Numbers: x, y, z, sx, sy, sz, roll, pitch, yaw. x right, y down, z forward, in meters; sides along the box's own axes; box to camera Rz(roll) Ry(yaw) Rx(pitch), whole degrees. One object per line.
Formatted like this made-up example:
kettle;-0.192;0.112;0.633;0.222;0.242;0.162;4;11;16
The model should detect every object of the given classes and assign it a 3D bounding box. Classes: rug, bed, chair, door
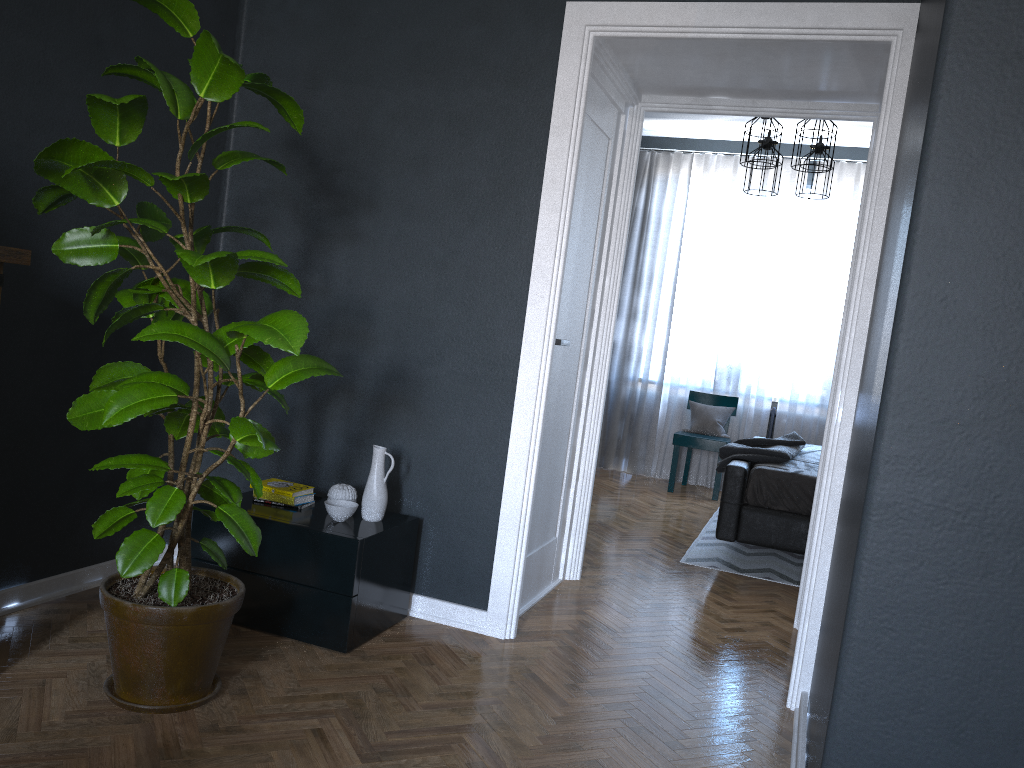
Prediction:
rug;1.911;1.041;5.486;1.457;0.013;2.044;9;4;19
bed;2.477;0.539;5.306;2.373;1.163;2.264;9;4;19
chair;1.551;0.480;7.169;0.435;0.799;0.592;9;4;19
door;0.209;-0.169;3.668;0.162;2.189;0.856;9;5;19

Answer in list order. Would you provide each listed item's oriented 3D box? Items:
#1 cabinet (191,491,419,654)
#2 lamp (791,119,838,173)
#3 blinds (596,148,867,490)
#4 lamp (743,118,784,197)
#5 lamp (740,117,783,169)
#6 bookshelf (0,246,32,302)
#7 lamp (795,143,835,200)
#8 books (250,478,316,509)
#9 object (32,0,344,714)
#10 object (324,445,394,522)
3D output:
cabinet;-0.748;0.648;3.199;0.650;0.390;0.456;9;4;19
lamp;1.737;-1.595;4.981;0.210;0.770;0.210;10;5;32
blinds;2.335;-0.438;7.300;3.989;2.792;0.312;9;5;19
lamp;1.664;-1.634;5.724;0.210;0.805;0.210;10;5;32
lamp;1.540;-1.677;5.354;0.210;0.715;0.210;10;5;32
bookshelf;-1.813;0.229;1.451;0.450;1.173;1.918;9;4;19
lamp;2.059;-1.624;5.913;0.210;0.748;0.210;10;5;32
books;-0.842;0.402;3.257;0.214;0.066;0.162;8;4;14
object;-0.948;-0.088;2.478;1.118;1.901;0.763;8;5;13
object;-0.574;0.340;3.162;0.229;0.268;0.228;4;5;-37
